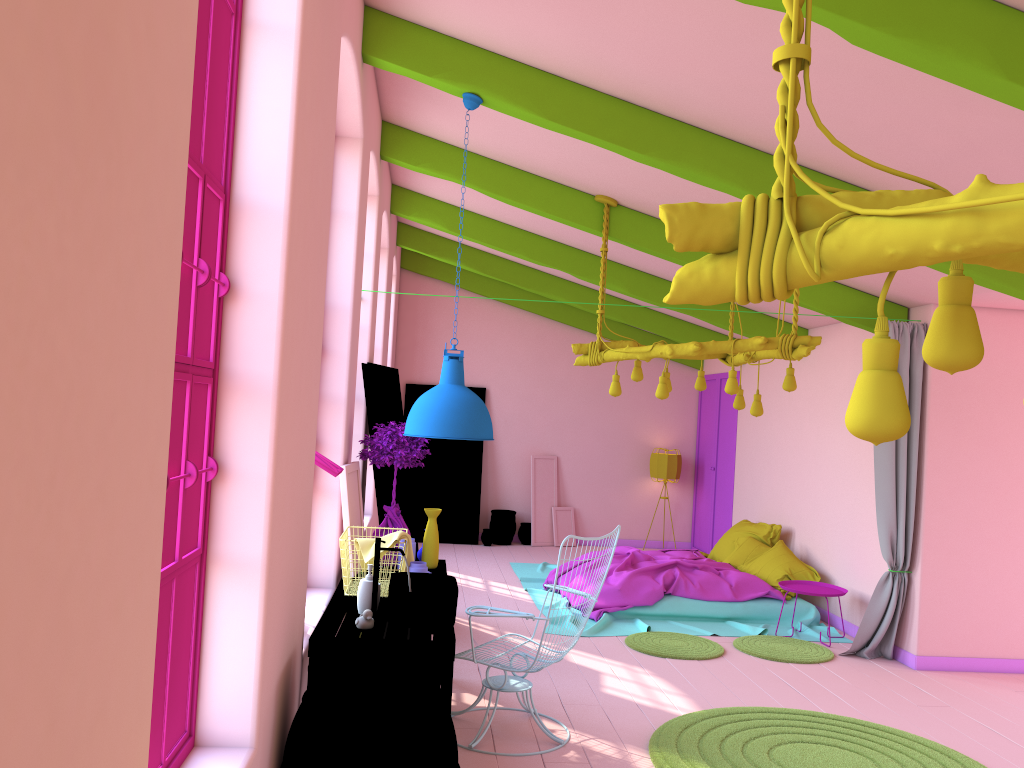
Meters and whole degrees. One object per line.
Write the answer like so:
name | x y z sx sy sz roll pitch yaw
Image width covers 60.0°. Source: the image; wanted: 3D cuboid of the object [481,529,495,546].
object | -0.337 2.135 12.324 0.199 0.234 0.199 5 -2 -38

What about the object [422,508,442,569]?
object | -0.529 1.011 5.809 0.116 0.383 0.116 4 -2 -32

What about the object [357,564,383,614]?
object | -0.674 1.046 4.634 0.165 0.250 0.411 2 -2 30

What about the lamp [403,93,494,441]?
lamp | -0.307 -0.689 5.147 0.528 2.001 0.529 3 -1 26

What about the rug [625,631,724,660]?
rug | 1.345 2.168 7.363 0.793 0.021 0.792 4 -2 -23

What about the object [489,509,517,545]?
object | -0.131 2.031 12.567 0.386 0.471 0.386 2 -2 37

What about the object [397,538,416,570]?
object | -0.678 1.097 5.723 0.109 0.197 0.109 2 -2 32

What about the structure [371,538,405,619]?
structure | -0.623 0.965 4.381 0.166 0.396 0.087 3 -1 4

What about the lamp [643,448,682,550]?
lamp | 2.204 1.659 12.739 0.491 1.466 0.477 3 -1 25

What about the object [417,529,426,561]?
object | -0.572 1.097 6.003 0.132 0.219 0.132 3 -1 11

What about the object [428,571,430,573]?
object | -0.556 1.164 5.355 0.137 0.076 0.076 3 -2 15

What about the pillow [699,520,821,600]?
pillow | 2.567 1.916 9.764 0.848 0.822 2.617 4 -2 -16

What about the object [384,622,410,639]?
object | 0.888 1.149 0.927 2.827 1.579 7.867 3 -2 -5

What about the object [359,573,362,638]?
object | -1.078 1.645 6.478 0.218 0.733 0.451 3 -1 -5

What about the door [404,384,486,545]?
door | -0.993 1.117 12.513 1.153 2.210 0.450 3 -1 -5

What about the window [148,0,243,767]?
window | -0.897 -0.340 2.317 0.072 3.046 1.275 3 -1 -5

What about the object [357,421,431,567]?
object | -0.784 0.719 5.844 0.502 0.950 0.441 2 -2 45

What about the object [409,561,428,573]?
object | -0.525 1.088 4.912 0.109 0.197 0.109 4 -1 -13

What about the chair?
chair | 0.063 1.417 5.155 0.924 1.238 1.079 2 -2 29

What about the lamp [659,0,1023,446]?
lamp | 1.358 -0.899 1.222 1.611 2.264 1.775 4 -2 -24

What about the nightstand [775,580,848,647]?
nightstand | 2.690 2.047 7.964 0.596 0.458 0.596 2 -2 32

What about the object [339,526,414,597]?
object | -0.751 0.998 5.071 0.444 0.369 0.633 3 -2 -5

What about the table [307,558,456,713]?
table | -0.706 1.573 5.040 0.655 0.820 2.193 3 -2 -5

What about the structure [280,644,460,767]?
structure | -0.561 1.521 3.538 0.718 0.844 0.718 5 -2 -38

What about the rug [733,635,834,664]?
rug | 2.275 2.225 7.452 0.792 0.021 0.793 3 -2 22

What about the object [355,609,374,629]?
object | -0.686 1.096 4.154 0.088 0.088 0.086 3 -2 11

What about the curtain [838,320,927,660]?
curtain | 3.113 0.885 7.339 0.518 2.785 0.525 4 -1 -25

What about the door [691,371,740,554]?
door | 2.798 1.146 12.262 0.108 2.590 1.677 3 -1 -5

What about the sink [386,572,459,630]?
sink | -0.446 1.076 4.422 0.340 0.194 0.609 3 -2 -5

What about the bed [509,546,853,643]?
bed | 1.500 2.006 9.401 2.802 0.514 3.577 3 -2 -6

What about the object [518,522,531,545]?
object | 0.208 2.142 12.672 0.260 0.306 0.260 3 -2 27

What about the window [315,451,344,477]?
window | -1.139 -0.264 4.765 0.492 3.003 1.497 3 -1 -5

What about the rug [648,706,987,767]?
rug | 1.710 2.094 4.844 1.889 0.050 1.889 4 -2 -18

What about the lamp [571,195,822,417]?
lamp | 1.572 -0.896 6.812 1.611 2.264 1.775 4 -2 -24

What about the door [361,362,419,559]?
door | -0.994 0.951 7.572 0.450 2.210 1.153 3 -1 5
